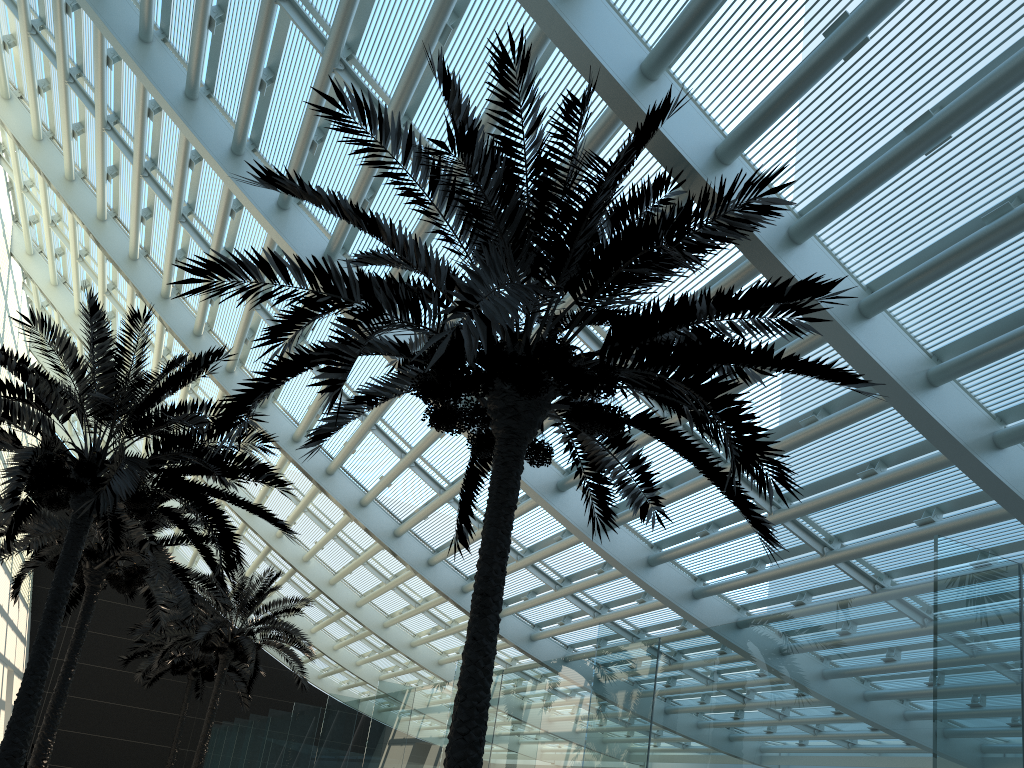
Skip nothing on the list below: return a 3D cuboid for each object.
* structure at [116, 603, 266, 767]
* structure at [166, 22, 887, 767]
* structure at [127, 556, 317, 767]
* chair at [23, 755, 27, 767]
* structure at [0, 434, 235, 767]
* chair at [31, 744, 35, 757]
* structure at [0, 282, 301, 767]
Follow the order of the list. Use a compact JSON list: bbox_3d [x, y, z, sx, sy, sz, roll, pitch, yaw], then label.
[{"bbox_3d":[-11.371,11.186,30.988,4.911,6.580,4.644,-12,-29,44],"label":"structure"},{"bbox_3d":[-0.054,0.913,6.597,4.831,6.581,4.717,10,-21,-2],"label":"structure"},{"bbox_3d":[-8.011,8.113,23.701,4.943,6.581,4.614,20,-23,-26],"label":"structure"},{"bbox_3d":[-11.466,9.912,22.227,2.074,1.085,0.964,19,-23,-20],"label":"chair"},{"bbox_3d":[-7.957,4.315,15.841,4.279,6.462,4.937,5,-21,12],"label":"structure"},{"bbox_3d":[-12.568,10.910,24.597,2.074,1.085,0.964,19,-23,-20],"label":"chair"},{"bbox_3d":[-5.284,2.150,10.544,4.369,6.406,4.838,-12,-29,43],"label":"structure"}]
